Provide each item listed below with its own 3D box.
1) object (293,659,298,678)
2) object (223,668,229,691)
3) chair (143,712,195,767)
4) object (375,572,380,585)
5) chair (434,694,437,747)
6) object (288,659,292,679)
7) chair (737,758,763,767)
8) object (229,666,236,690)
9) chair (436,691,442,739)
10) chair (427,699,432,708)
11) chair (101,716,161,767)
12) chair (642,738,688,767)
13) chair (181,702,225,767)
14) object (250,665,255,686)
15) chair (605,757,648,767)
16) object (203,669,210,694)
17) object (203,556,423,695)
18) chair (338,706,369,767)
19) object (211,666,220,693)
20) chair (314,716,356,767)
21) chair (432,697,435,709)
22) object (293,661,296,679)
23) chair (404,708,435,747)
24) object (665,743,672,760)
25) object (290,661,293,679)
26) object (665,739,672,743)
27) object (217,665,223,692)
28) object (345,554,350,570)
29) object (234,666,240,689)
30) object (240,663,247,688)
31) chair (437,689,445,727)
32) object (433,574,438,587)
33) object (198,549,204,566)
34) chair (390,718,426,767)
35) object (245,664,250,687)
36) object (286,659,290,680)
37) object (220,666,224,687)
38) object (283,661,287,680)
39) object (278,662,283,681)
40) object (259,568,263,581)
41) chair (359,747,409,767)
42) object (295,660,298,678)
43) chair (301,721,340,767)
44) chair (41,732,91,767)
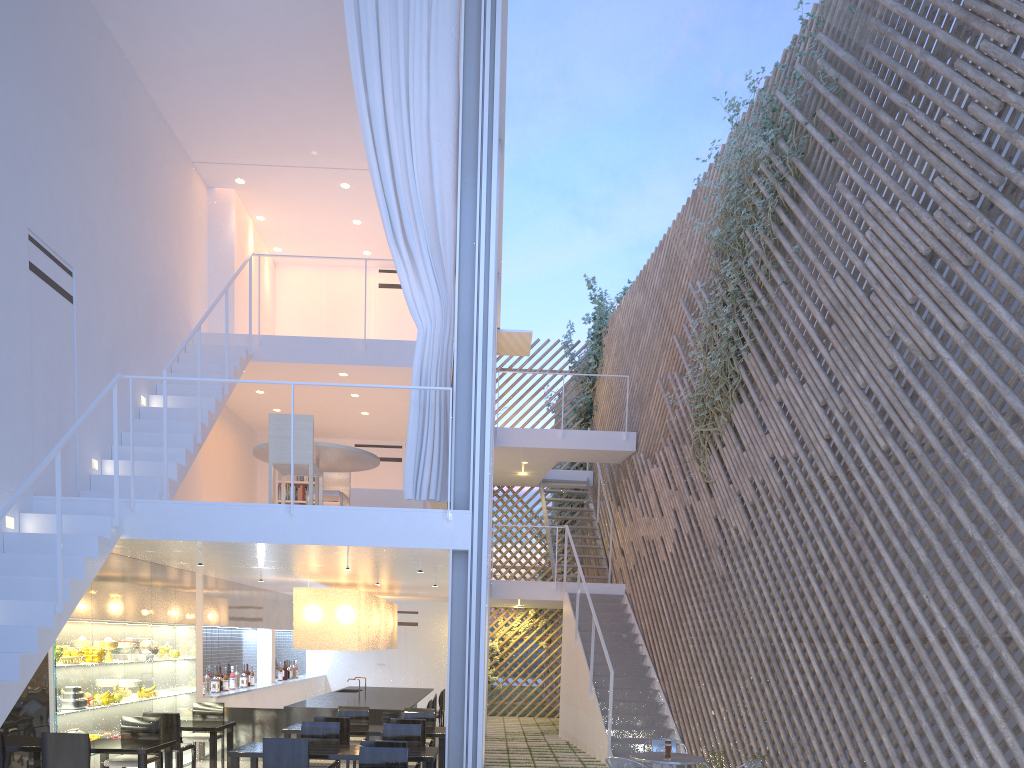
[{"bbox_3d":[-2.164,2.830,8.182,0.047,0.200,0.045,5,5,40],"label":"object"},{"bbox_3d":[-2.094,1.746,4.876,0.058,0.280,2.544,2,-17,0],"label":"object"},{"bbox_3d":[-1.877,2.001,4.516,0.192,0.431,0.240,2,-1,-1],"label":"chair"},{"bbox_3d":[-0.784,1.135,4.807,0.029,0.078,0.029,2,2,10],"label":"object"},{"bbox_3d":[-0.724,2.672,6.545,0.241,0.432,0.190,2,1,-6],"label":"chair"},{"bbox_3d":[-2.167,2.771,7.992,0.046,0.200,0.046,2,4,0],"label":"object"},{"bbox_3d":[0.994,1.860,3.724,0.248,0.373,0.266,0,-3,39],"label":"chair"},{"bbox_3d":[-2.123,2.232,6.250,0.044,0.183,0.042,2,4,0],"label":"object"},{"bbox_3d":[-0.714,2.778,6.883,0.240,0.432,0.190,2,1,-4],"label":"chair"},{"bbox_3d":[-0.702,2.460,5.868,0.240,0.432,0.190,2,1,0],"label":"chair"},{"bbox_3d":[-1.866,1.850,4.035,0.192,0.431,0.240,2,-1,-1],"label":"chair"},{"bbox_3d":[0.792,2.012,4.226,0.263,0.373,0.251,2,-2,-1],"label":"chair"},{"bbox_3d":[-1.889,2.159,5.019,0.192,0.431,0.240,2,-1,-1],"label":"chair"},{"bbox_3d":[-2.130,2.390,6.740,0.042,0.179,0.041,-1,4,-31],"label":"object"},{"bbox_3d":[0.544,1.817,3.630,0.262,0.373,0.252,-1,-3,44],"label":"chair"},{"bbox_3d":[-2.113,1.721,4.791,0.046,0.276,1.960,2,-17,0],"label":"object"},{"bbox_3d":[-1.313,1.455,4.705,1.674,0.790,1.925,2,-14,-3],"label":"object"},{"bbox_3d":[-0.989,2.188,5.028,0.192,0.431,0.240,2,-1,-1],"label":"chair"},{"bbox_3d":[-2.087,1.743,4.859,0.047,0.276,2.089,2,-17,0],"label":"object"},{"bbox_3d":[-0.978,2.041,4.560,0.192,0.431,0.240,2,-1,-1],"label":"chair"},{"bbox_3d":[-0.706,2.566,6.207,0.240,0.432,0.190,2,1,-3],"label":"chair"},{"bbox_3d":[-2.154,2.820,8.121,0.046,0.184,0.045,2,3,-1],"label":"object"},{"bbox_3d":[-0.579,2.203,5.039,0.192,0.431,0.240,2,-1,-1],"label":"chair"},{"bbox_3d":[0.722,1.699,3.805,0.031,0.076,0.032,3,2,44],"label":"object"},{"bbox_3d":[-2.168,2.801,8.065,0.046,0.184,0.045,-2,5,-45],"label":"object"},{"bbox_3d":[0.758,1.760,3.997,0.031,0.076,0.032,3,2,44],"label":"object"},{"bbox_3d":[-2.088,1.757,4.906,0.106,0.275,2.171,2,-17,1],"label":"object"},{"bbox_3d":[-0.761,0.824,3.814,0.029,0.078,0.029,2,2,10],"label":"object"},{"bbox_3d":[-2.133,2.272,6.375,0.045,0.184,0.045,-2,5,-44],"label":"object"},{"bbox_3d":[-2.120,2.305,6.502,0.046,0.200,0.046,2,4,0],"label":"object"},{"bbox_3d":[-0.718,2.884,7.222,0.240,0.432,0.190,2,1,1],"label":"chair"},{"bbox_3d":[-0.449,1.148,4.816,0.029,0.078,0.029,2,2,10],"label":"object"},{"bbox_3d":[-1.438,0.799,3.796,0.029,0.078,0.029,2,2,10],"label":"object"},{"bbox_3d":[-0.568,2.056,4.570,0.192,0.431,0.240,2,-1,-1],"label":"chair"},{"bbox_3d":[-2.144,2.361,6.669,0.044,0.191,0.045,1,4,-10],"label":"object"},{"bbox_3d":[-2.161,2.743,7.905,0.046,0.201,0.045,2,4,-2],"label":"object"},{"bbox_3d":[-2.118,1.770,4.950,0.067,0.276,2.246,2,-17,-1],"label":"object"},{"bbox_3d":[-2.142,2.702,7.757,0.044,0.191,0.045,1,4,-10],"label":"object"},{"bbox_3d":[-2.155,2.675,7.651,0.042,0.179,0.041,-1,4,-31],"label":"object"},{"bbox_3d":[-1.461,1.110,4.790,0.029,0.078,0.029,2,2,10],"label":"object"},{"bbox_3d":[-0.507,1.609,3.141,0.192,0.431,0.240,2,-1,-1],"label":"chair"},{"bbox_3d":[-2.164,2.858,8.246,0.043,0.183,0.043,2,4,11],"label":"object"},{"bbox_3d":[-0.965,1.879,4.044,0.192,0.431,0.240,2,-1,-1],"label":"chair"},{"bbox_3d":[-1.854,1.692,3.531,0.192,0.431,0.240,2,-1,-1],"label":"chair"}]
